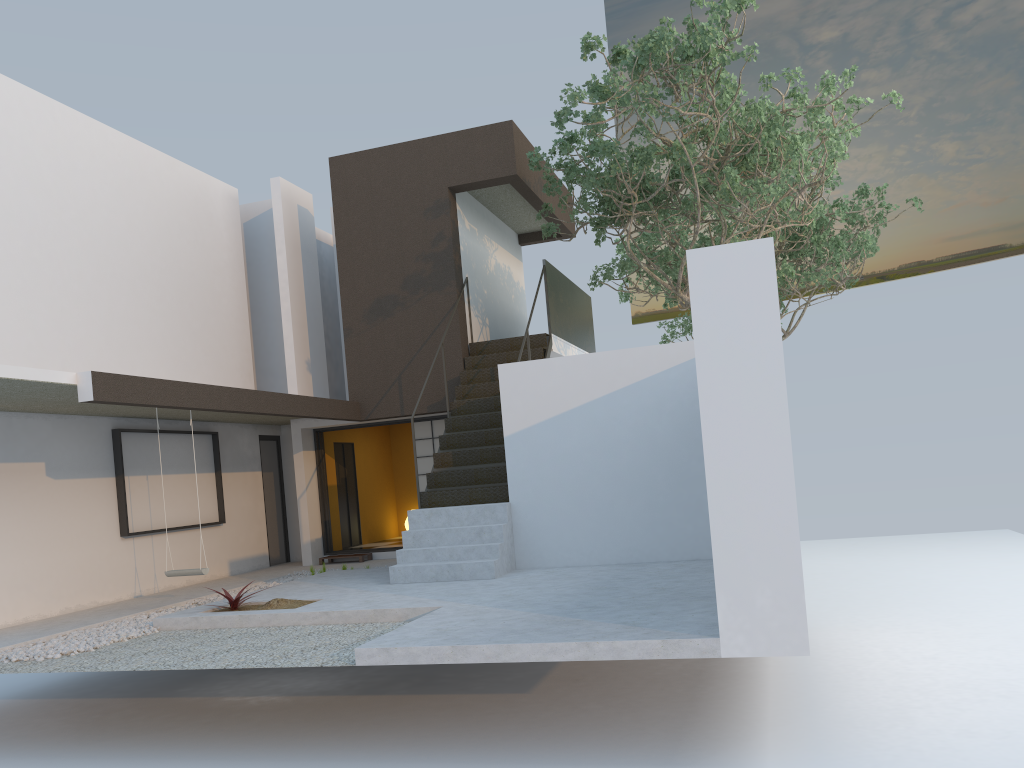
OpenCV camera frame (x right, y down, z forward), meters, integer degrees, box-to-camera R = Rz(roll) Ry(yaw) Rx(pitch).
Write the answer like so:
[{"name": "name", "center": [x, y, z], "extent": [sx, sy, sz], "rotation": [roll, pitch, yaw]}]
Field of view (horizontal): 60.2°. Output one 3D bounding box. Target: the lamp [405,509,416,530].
[{"name": "lamp", "center": [-1.725, 2.497, 15.797], "extent": [0.387, 0.499, 0.395], "rotation": [-5, -2, 5]}]

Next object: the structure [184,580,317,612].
[{"name": "structure", "center": [-2.440, 2.044, 8.371], "extent": [1.206, 0.291, 0.747], "rotation": [-7, -5, 16]}]

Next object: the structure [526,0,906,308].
[{"name": "structure", "center": [2.422, -2.158, 10.929], "extent": [4.332, 3.695, 5.768], "rotation": [-5, -4, -4]}]

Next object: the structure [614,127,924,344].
[{"name": "structure", "center": [4.852, -1.872, 17.074], "extent": [5.506, 4.696, 7.330], "rotation": [-5, -4, -4]}]

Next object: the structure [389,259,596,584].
[{"name": "structure", "center": [0.044, 0.301, 12.215], "extent": [1.161, 3.938, 6.556], "rotation": [-5, -4, 16]}]

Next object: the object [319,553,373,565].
[{"name": "object", "center": [-2.468, 2.600, 13.120], "extent": [0.705, 0.100, 0.350], "rotation": [-7, -6, 16]}]

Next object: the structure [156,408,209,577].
[{"name": "structure", "center": [-3.505, 1.094, 9.319], "extent": [0.463, 1.865, 0.129], "rotation": [-5, 0, 17]}]
